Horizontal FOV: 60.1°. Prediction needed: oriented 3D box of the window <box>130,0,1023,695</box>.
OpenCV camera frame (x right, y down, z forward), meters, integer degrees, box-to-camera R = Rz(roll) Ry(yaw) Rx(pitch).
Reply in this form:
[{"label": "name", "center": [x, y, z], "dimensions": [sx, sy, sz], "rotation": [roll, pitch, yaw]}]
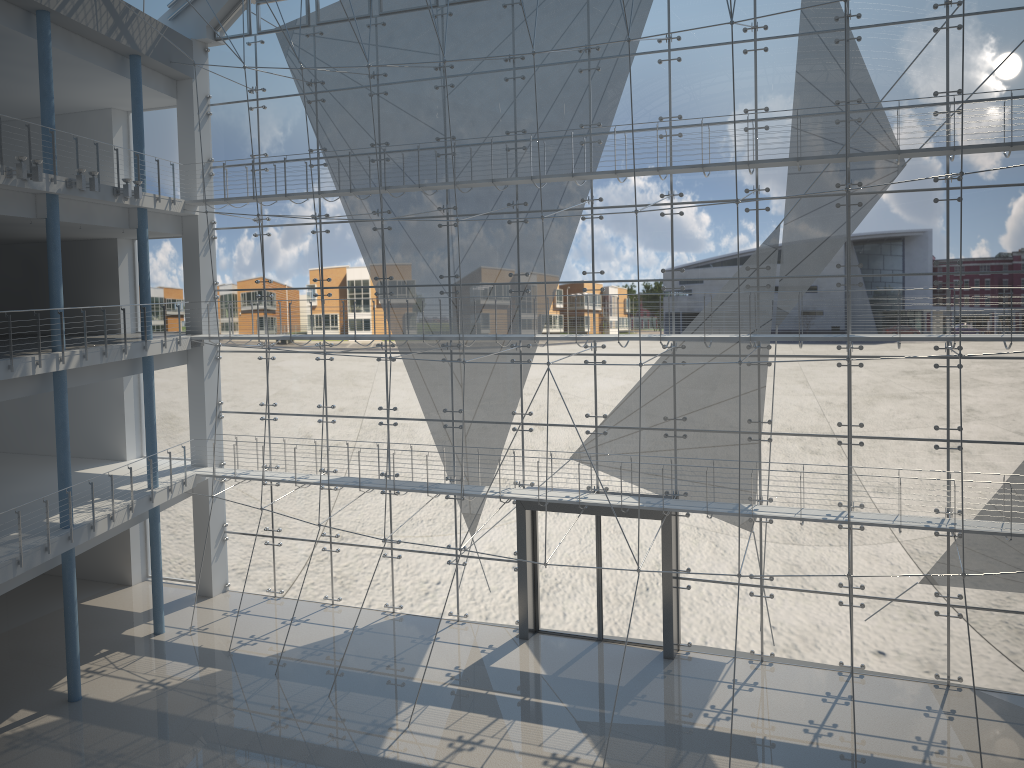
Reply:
[{"label": "window", "center": [0.218, -0.511, 2.963], "dimensions": [3.848, 2.764, 0.010], "rotation": [1, 3, 22]}]
